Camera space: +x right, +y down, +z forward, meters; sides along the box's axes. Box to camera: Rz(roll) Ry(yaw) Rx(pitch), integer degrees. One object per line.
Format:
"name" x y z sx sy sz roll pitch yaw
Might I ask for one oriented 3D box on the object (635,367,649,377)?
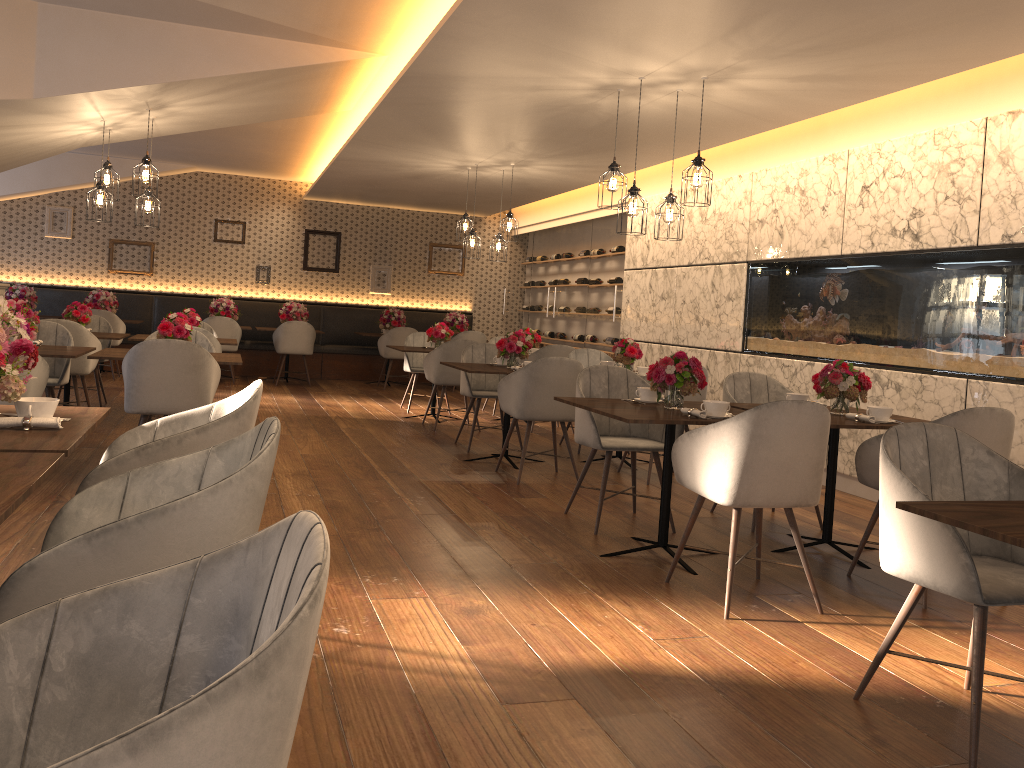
"object" 1.017 -0.093 6.803 0.148 0.072 0.149 0 5 -41

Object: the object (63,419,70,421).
"object" -1.460 0.108 2.686 0.210 0.004 0.022 2 5 -18

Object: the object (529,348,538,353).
"object" 0.254 -0.327 9.160 0.148 0.072 0.149 0 5 -41

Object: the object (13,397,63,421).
"object" -1.409 0.082 2.619 0.148 0.072 0.148 5 4 24

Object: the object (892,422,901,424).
"object" 1.873 0.185 4.406 0.022 0.004 0.211 2 5 -18

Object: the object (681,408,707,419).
"object" 0.828 0.130 4.037 0.056 0.039 0.176 3 4 -18

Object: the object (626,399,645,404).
"object" 0.648 0.092 4.591 0.022 0.004 0.211 2 5 -18

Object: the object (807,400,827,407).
"object" 1.695 0.113 4.960 0.056 0.039 0.176 3 4 -18

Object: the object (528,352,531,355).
"object" 0.144 -0.314 9.125 0.056 0.039 0.176 3 4 -18

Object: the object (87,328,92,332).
"object" -3.893 -0.494 8.130 0.056 0.039 0.176 3 4 -18

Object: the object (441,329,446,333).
"object" -0.720 -0.540 9.107 0.077 0.052 0.045 6 3 34

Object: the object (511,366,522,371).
"object" 0.036 -0.113 6.483 0.056 0.039 0.176 3 4 -18

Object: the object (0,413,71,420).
"object" -1.464 0.099 2.721 0.197 0.015 0.043 2 5 -22

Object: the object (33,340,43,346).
"object" -3.178 -0.274 5.923 0.056 0.039 0.176 3 4 -18

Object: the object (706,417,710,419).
"object" 0.857 0.137 4.057 0.025 0.024 0.193 3 5 -18

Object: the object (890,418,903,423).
"object" 1.909 0.182 4.410 0.043 0.015 0.198 2 5 -22

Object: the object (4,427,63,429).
"object" -1.395 0.113 2.541 0.192 0.024 0.025 2 3 -18

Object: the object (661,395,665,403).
"object" 0.823 0.079 4.675 0.056 0.039 0.176 3 4 -18

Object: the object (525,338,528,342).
"object" 0.139 -0.467 9.369 0.049 0.052 0.078 3 3 -8

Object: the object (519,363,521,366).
"object" 0.030 -0.164 7.122 0.056 0.039 0.176 3 4 -18

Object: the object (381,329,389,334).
"object" -1.866 -0.776 13.137 0.148 0.072 0.148 6 4 29

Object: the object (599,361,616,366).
"object" 0.795 -0.152 7.371 0.148 0.072 0.149 0 5 -41

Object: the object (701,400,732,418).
"object" 0.937 0.117 4.072 0.148 0.072 0.148 5 4 24

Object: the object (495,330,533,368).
"object" 0.019 -0.273 6.824 0.305 0.301 0.235 1 3 -40

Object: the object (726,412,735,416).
"object" 1.037 0.148 4.126 0.043 0.015 0.198 2 5 -22

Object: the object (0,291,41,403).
"object" -1.538 -0.090 2.437 0.419 0.425 0.407 2 3 -30

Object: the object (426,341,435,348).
"object" -0.840 -0.419 9.443 0.148 0.072 0.149 0 5 -41

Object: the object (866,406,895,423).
"object" 1.809 0.151 4.356 0.148 0.072 0.148 5 4 24

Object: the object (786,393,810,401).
"object" 1.588 0.092 4.924 0.148 0.072 0.148 5 4 24

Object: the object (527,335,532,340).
"object" 0.167 -0.495 9.364 0.048 0.052 0.076 2 4 -39

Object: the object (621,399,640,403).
"object" 0.612 0.085 4.586 0.043 0.015 0.198 2 5 -22

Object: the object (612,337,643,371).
"object" 0.933 -0.236 7.091 0.234 0.301 0.306 3 3 -16

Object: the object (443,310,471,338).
"object" -0.833 -0.882 13.080 0.406 0.425 0.420 5 3 25

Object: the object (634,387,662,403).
"object" 0.716 0.058 4.639 0.148 0.072 0.148 5 4 24

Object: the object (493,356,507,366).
"object" -0.077 -0.185 7.086 0.148 0.072 0.149 0 5 -41

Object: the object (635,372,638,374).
"object" 0.908 -0.080 6.768 0.056 0.039 0.176 3 4 -18

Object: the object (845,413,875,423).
"object" 1.700 0.163 4.321 0.056 0.039 0.176 3 4 -18

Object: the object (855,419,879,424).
"object" 1.730 0.171 4.341 0.025 0.024 0.193 3 5 -18

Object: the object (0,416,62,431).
"object" -1.375 0.109 2.511 0.175 0.039 0.056 2 4 -18

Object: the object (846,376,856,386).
"object" 1.723 -0.018 4.560 0.048 0.052 0.076 2 4 -39

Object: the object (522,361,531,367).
"object" 0.145 -0.126 6.519 0.148 0.072 0.149 0 5 -41
